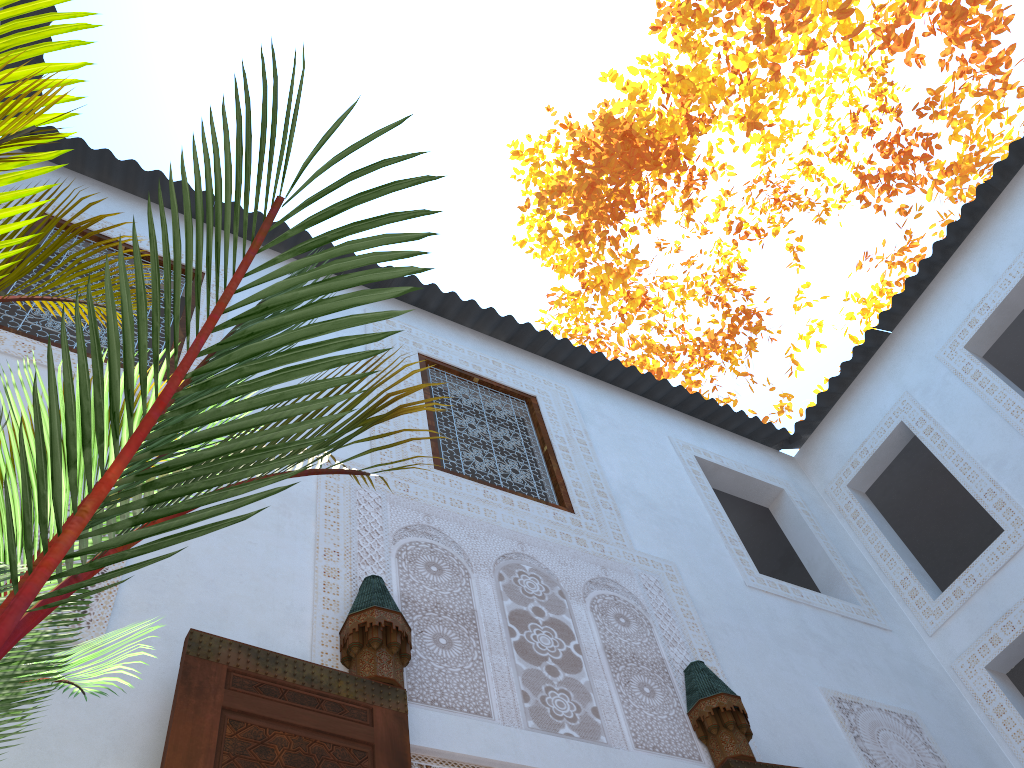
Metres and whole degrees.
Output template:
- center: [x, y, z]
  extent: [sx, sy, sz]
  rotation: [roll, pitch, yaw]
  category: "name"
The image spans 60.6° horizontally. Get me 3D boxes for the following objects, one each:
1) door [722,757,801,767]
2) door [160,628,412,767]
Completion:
- center: [1.111, 1.881, 1.877]
  extent: [0.590, 2.336, 0.131]
  rotation: [16, -62, -20]
  category: "door"
- center: [-0.341, 1.334, 1.239]
  extent: [0.597, 2.336, 0.130]
  rotation: [26, -66, -24]
  category: "door"
